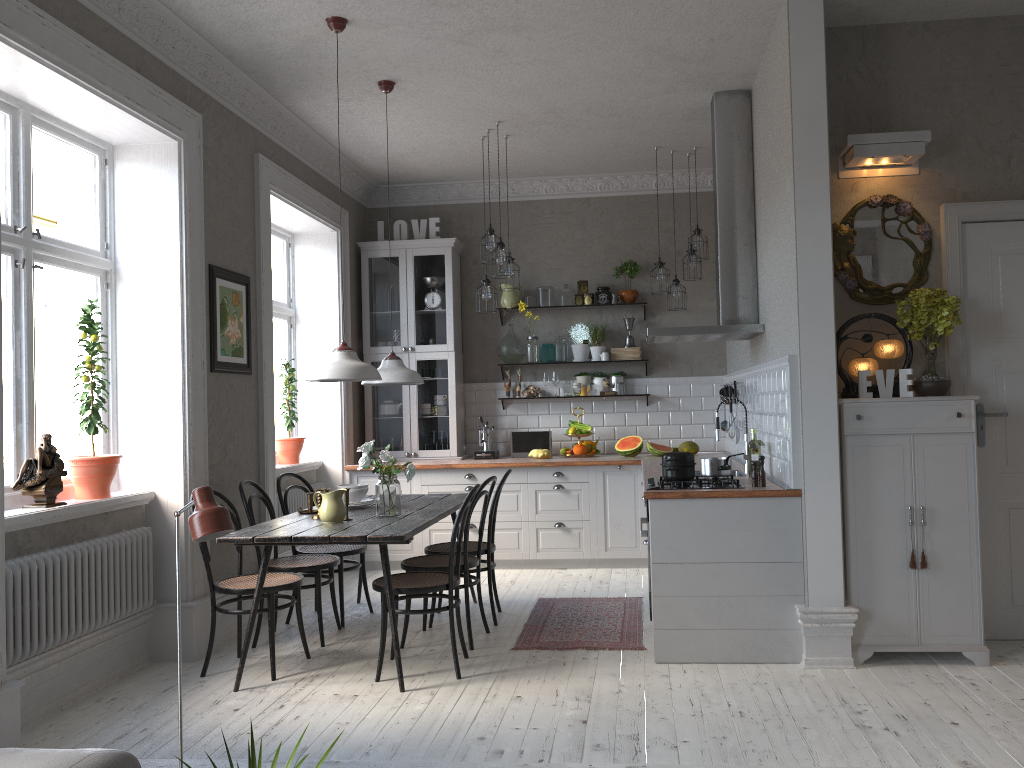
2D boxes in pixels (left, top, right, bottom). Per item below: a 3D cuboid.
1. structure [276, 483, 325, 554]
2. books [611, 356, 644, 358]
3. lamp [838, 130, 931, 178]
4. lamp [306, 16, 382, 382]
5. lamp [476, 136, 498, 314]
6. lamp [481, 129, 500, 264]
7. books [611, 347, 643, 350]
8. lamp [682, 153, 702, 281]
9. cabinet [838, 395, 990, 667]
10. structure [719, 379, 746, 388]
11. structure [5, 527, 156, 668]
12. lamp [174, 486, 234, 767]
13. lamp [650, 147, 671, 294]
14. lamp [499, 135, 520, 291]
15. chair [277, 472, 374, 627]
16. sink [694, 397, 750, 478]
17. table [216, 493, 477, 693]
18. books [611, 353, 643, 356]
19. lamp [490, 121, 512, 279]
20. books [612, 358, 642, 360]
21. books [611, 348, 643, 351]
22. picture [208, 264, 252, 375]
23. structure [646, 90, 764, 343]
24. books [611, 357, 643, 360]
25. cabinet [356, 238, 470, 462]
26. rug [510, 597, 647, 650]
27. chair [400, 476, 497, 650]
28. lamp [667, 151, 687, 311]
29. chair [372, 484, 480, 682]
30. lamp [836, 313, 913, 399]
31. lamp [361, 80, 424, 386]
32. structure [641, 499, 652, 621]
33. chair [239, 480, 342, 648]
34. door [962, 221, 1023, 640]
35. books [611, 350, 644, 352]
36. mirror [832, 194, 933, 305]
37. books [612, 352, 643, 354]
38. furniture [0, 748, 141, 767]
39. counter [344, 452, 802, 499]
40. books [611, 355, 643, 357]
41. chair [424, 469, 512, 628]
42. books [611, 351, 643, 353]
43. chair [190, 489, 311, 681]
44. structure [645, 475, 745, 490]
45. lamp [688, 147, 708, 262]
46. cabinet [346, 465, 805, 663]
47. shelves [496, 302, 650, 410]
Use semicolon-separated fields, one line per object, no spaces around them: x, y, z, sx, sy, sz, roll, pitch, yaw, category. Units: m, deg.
-1.630;0.994;6.553;0.148;0.428;1.227;-2;-1;6;structure
1.005;-0.232;7.728;0.257;0.016;0.160;-2;-2;19;books
1.947;-1.199;4.638;0.414;0.171;0.220;-2;-1;6;lamp
-0.877;-0.941;4.526;0.371;1.858;0.387;-3;-2;44;lamp
-0.206;-1.394;6.552;0.149;1.735;0.144;-1;-2;-26;lamp
-0.171;-1.739;6.395;0.147;1.735;0.146;-1;-1;-6;lamp
1.003;-0.307;7.730;0.259;0.011;0.159;-2;-1;12;books
1.431;-1.708;7.156;0.150;1.735;0.143;0;-2;-41;lamp
1.962;0.716;4.450;0.663;1.297;0.385;-2;-1;6;cabinet
1.653;0.003;6.656;0.094;0.053;1.091;-2;-1;8;structure
-1.990;0.940;4.032;0.148;0.428;1.227;-2;-1;6;structure
-0.775;0.665;2.135;0.246;0.839;0.141;-3;-2;42;lamp
1.138;-1.576;6.940;0.143;1.735;0.150;-3;-2;39;lamp
-0.038;-1.558;6.534;0.147;1.735;0.146;-1;-1;-6;lamp
-1.181;1.018;5.577;0.542;0.920;0.443;-2;-1;19;chair
1.203;0.441;5.419;0.526;0.720;0.488;-2;-1;7;sink
-0.790;1.086;5.023;0.900;0.735;1.929;-2;-1;8;table
1.005;-0.253;7.729;0.259;0.011;0.159;-2;-1;12;books
-0.095;-1.614;6.224;0.150;1.735;0.144;0;-2;-36;lamp
1.006;-0.209;7.728;0.259;0.011;0.159;-2;-1;9;books
1.004;-0.296;7.730;0.258;0.016;0.159;-2;-1;15;books
-1.676;-0.369;5.298;0.020;0.619;0.523;-2;-1;8;picture
1.226;-1.097;5.852;0.709;1.595;0.715;-2;-1;7;structure
1.006;-0.221;7.728;0.259;0.011;0.159;-2;-1;12;books
-0.858;-0.272;7.772;0.875;1.921;0.389;-2;-1;6;cabinet
0.441;1.418;5.313;0.733;0.014;1.295;-2;-1;8;rug
-0.351;0.980;4.965;0.544;0.920;0.442;-2;-1;14;chair
1.288;-1.455;7.058;0.149;1.735;0.144;-1;-1;-21;lamp
-0.423;0.968;4.434;0.548;0.920;0.439;-2;-1;4;chair
1.859;-0.089;4.575;0.445;0.558;0.173;-2;-1;14;lamp
-0.749;-0.922;5.415;0.375;1.858;0.383;-2;-1;14;lamp
1.007;0.887;4.772;0.615;0.623;0.625;-2;-1;7;structure
-1.268;1.008;5.095;0.548;0.920;0.439;-2;-1;4;chair
2.771;0.233;4.610;0.748;2.183;0.080;-2;-1;5;door
1.004;-0.286;7.729;0.257;0.016;0.160;-2;-2;19;books
1.967;-0.718;4.707;0.530;0.593;0.071;-2;-1;6;mirror
1.005;-0.264;7.729;0.259;0.011;0.159;-2;-1;9;books
-1.305;1.145;1.940;0.580;0.476;0.832;-2;-1;7;furniture
0.100;0.615;6.184;3.147;0.039;3.406;-2;-1;7;counter
1.005;-0.242;7.728;0.258;0.016;0.159;-2;-1;15;books
-0.264;0.990;5.445;0.548;0.920;0.439;-2;-1;4;chair
1.004;-0.275;7.729;0.259;0.011;0.159;-2;-1;12;books
-1.343;0.996;4.542;0.544;0.920;0.442;-2;-1;14;chair
0.973;0.524;4.788;0.494;0.031;0.608;-2;-1;7;structure
1.445;-1.841;6.985;0.149;1.735;0.144;-1;-1;-21;lamp
0.580;1.016;6.275;2.029;0.854;4.109;0;-2;-37;cabinet
0.538;-0.218;7.768;1.311;0.923;0.229;-2;-1;6;shelves
